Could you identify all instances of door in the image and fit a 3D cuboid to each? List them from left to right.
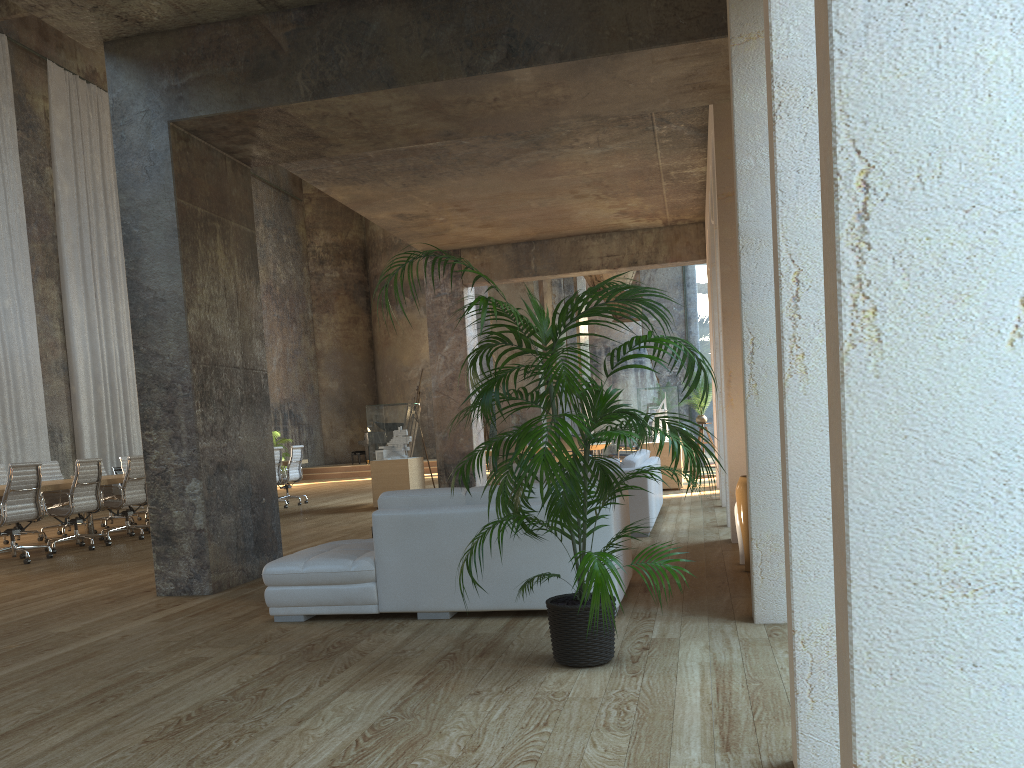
[{"bbox_3d":[-0.660,1.124,28.125,0.898,2.314,0.091,-6,5,-30],"label":"door"}]

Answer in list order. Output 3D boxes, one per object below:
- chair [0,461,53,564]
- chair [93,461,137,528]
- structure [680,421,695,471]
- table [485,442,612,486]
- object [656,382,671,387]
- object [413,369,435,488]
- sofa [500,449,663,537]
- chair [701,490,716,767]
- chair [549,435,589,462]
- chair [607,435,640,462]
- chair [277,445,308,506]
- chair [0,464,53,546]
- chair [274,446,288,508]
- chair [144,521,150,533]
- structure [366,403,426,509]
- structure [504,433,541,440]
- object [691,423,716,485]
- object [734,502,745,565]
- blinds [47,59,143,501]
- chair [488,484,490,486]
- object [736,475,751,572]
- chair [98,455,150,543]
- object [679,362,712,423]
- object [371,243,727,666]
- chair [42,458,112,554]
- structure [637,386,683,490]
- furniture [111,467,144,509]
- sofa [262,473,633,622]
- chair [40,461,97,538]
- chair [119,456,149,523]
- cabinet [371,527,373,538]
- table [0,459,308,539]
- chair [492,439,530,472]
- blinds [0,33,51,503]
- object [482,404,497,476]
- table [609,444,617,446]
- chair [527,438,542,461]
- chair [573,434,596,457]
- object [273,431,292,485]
[{"bbox_3d":[-5.192,1.331,9.019,0.700,1.033,0.660,-3,2,18],"label":"chair"},{"bbox_3d":[-5.826,1.578,12.772,0.700,1.033,0.660,-3,2,20],"label":"chair"},{"bbox_3d":[3.313,1.278,17.750,0.736,1.022,0.738,-3,2,12],"label":"structure"},{"bbox_3d":[0.656,1.544,16.676,2.413,0.705,1.098,-4,-1,12],"label":"table"},{"bbox_3d":[3.190,0.413,18.800,0.860,0.947,0.683,-3,2,15],"label":"object"},{"bbox_3d":[-1.602,0.854,14.211,0.685,2.163,0.694,-3,4,11],"label":"object"},{"bbox_3d":[0.517,1.142,9.459,2.067,0.726,2.912,-4,-3,12],"label":"sofa"},{"bbox_3d":[-2.498,1.486,14.810,12.971,1.038,31.333,-4,-3,12],"label":"chair"},{"bbox_3d":[1.005,1.383,15.889,0.728,0.899,0.819,-4,1,-14],"label":"chair"},{"bbox_3d":[2.105,1.339,16.351,0.821,0.899,0.725,-4,1,6],"label":"chair"},{"bbox_3d":[-3.930,1.590,15.167,0.700,1.033,0.660,-3,2,17],"label":"chair"},{"bbox_3d":[-6.191,1.504,11.002,0.700,1.033,0.660,-3,2,11],"label":"chair"},{"bbox_3d":[-4.074,1.552,14.317,0.700,1.033,0.660,-3,2,20],"label":"chair"},{"bbox_3d":[-4.624,1.443,11.715,0.700,1.033,0.660,-3,2,20],"label":"chair"},{"bbox_3d":[-1.749,1.090,13.359,0.595,1.559,0.736,-3,3,12],"label":"structure"},{"bbox_3d":[0.247,1.582,19.750,0.744,1.022,0.730,-3,2,12],"label":"structure"},{"bbox_3d":[2.950,1.104,13.788,0.656,0.980,0.569,-5,3,-24],"label":"object"},{"bbox_3d":[1.600,1.024,6.089,0.101,0.455,0.100,-1,5,37],"label":"object"},{"bbox_3d":[-7.848,-1.744,20.837,0.275,8.706,7.774,-3,1,13],"label":"blinds"},{"bbox_3d":[-0.865,1.564,17.008,0.821,0.899,0.725,-3,1,8],"label":"chair"},{"bbox_3d":[1.573,0.919,5.786,0.174,0.635,0.236,-4,4,0],"label":"object"},{"bbox_3d":[-4.807,1.407,10.838,0.700,1.033,0.660,-3,2,17],"label":"chair"},{"bbox_3d":[2.952,0.147,13.706,0.688,0.946,0.854,-4,1,3],"label":"object"},{"bbox_3d":[0.182,0.298,3.804,1.404,1.826,1.346,-3,2,18],"label":"object"},{"bbox_3d":[-4.994,1.369,9.943,0.700,1.033,0.660,-3,2,15],"label":"chair"},{"bbox_3d":[2.272,0.838,13.425,0.595,1.559,0.736,-3,3,12],"label":"structure"},{"bbox_3d":[-7.207,2.037,17.865,0.709,0.846,1.861,-3,-2,12],"label":"furniture"},{"bbox_3d":[-0.349,0.972,5.362,2.070,0.726,1.065,-4,-1,12],"label":"sofa"},{"bbox_3d":[-6.010,1.542,11.914,0.700,1.033,0.660,-3,2,17],"label":"chair"},{"bbox_3d":[-5.643,1.615,13.649,0.700,1.033,0.660,-3,2,17],"label":"chair"},{"bbox_3d":[-0.725,1.285,7.390,0.396,0.371,1.553,-4,-3,12],"label":"cabinet"},{"bbox_3d":[-5.239,1.647,12.329,1.603,0.763,7.672,-4,-3,12],"label":"table"},{"bbox_3d":[0.012,1.456,16.072,0.730,0.899,0.816,-3,1,6],"label":"chair"},{"bbox_3d":[-9.631,-2.096,12.411,0.275,8.706,7.774,-3,1,13],"label":"blinds"},{"bbox_3d":[-0.720,1.180,21.122,0.685,2.163,0.695,-1,5,38],"label":"object"},{"bbox_3d":[1.771,1.887,22.781,1.873,0.550,0.936,-4,-1,12],"label":"table"},{"bbox_3d":[0.218,1.524,17.539,0.731,0.899,0.815,-3,1,19],"label":"chair"},{"bbox_3d":[1.308,1.442,17.302,0.731,0.899,0.816,-3,1,13],"label":"chair"},{"bbox_3d":[-6.356,2.000,23.682,1.092,1.467,1.122,-4,2,3],"label":"object"}]
